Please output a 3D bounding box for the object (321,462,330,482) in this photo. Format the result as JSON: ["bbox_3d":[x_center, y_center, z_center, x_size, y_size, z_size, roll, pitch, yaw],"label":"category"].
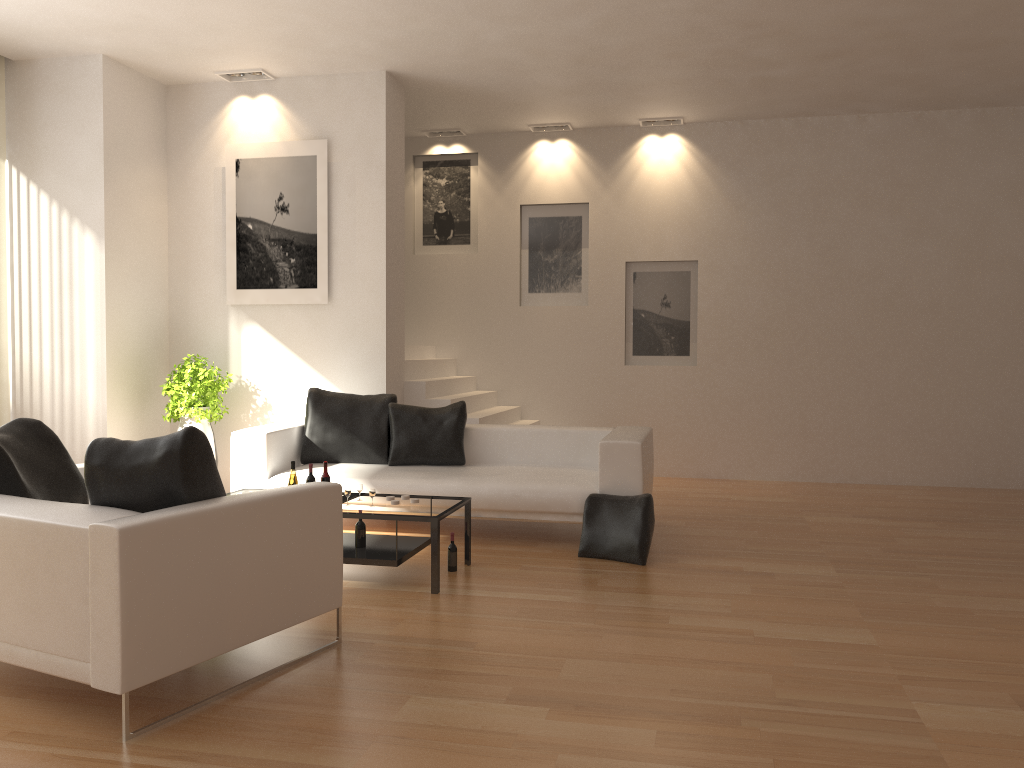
[{"bbox_3d":[-1.136,0.598,5.406,0.057,0.248,0.057,1,2,30],"label":"object"}]

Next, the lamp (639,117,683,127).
[{"bbox_3d":[1.562,-2.814,9.270,0.446,0.166,0.243,1,2,12],"label":"lamp"}]

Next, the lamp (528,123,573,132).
[{"bbox_3d":[0.416,-2.828,9.524,0.446,0.166,0.243,1,2,12],"label":"lamp"}]

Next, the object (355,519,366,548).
[{"bbox_3d":[-0.910,0.876,5.328,0.065,0.217,0.065,0,2,-5],"label":"object"}]

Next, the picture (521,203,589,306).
[{"bbox_3d":[0.471,-1.417,9.764,0.802,1.155,0.005,1,2,12],"label":"picture"}]

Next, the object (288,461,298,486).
[{"bbox_3d":[-1.319,0.593,5.345,0.068,0.257,0.067,1,2,31],"label":"object"}]

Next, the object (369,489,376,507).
[{"bbox_3d":[-0.826,0.673,5.248,0.039,0.101,0.039,-1,2,-30],"label":"object"}]

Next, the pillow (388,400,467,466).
[{"bbox_3d":[-0.670,0.395,7.046,0.628,0.524,0.270,0,2,-4],"label":"pillow"}]

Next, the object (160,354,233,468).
[{"bbox_3d":[-2.748,0.395,7.728,0.570,1.324,0.631,1,2,27],"label":"object"}]

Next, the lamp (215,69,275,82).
[{"bbox_3d":[-2.337,-2.774,7.767,0.446,0.166,0.243,1,2,12],"label":"lamp"}]

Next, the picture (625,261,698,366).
[{"bbox_3d":[1.606,-0.753,9.536,0.802,1.155,0.005,1,2,12],"label":"picture"}]

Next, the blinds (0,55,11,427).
[{"bbox_3d":[-4.423,-0.879,6.774,0.143,3.861,1.409,1,2,9],"label":"blinds"}]

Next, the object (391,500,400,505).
[{"bbox_3d":[-0.695,0.705,5.277,0.052,0.021,0.052,2,3,35],"label":"object"}]

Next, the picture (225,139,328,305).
[{"bbox_3d":[-2.091,-1.425,7.863,0.979,1.431,0.004,1,2,12],"label":"picture"}]

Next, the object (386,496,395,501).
[{"bbox_3d":[-0.743,0.699,5.417,0.052,0.021,0.052,0,2,-10],"label":"object"}]

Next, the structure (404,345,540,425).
[{"bbox_3d":[-1.566,0.296,9.270,4.625,1.403,1.839,1,2,12],"label":"structure"}]

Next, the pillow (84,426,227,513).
[{"bbox_3d":[-1.412,0.494,3.588,0.506,0.666,0.324,0,2,3],"label":"pillow"}]

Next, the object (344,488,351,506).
[{"bbox_3d":[-0.977,0.671,5.276,0.039,0.101,0.039,-1,2,-30],"label":"object"}]

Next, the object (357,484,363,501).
[{"bbox_3d":[-0.936,0.665,5.450,0.039,0.101,0.039,-1,2,-30],"label":"object"}]

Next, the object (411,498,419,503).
[{"bbox_3d":[-0.584,0.703,5.334,0.052,0.021,0.052,0,2,-10],"label":"object"}]

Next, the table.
[{"bbox_3d":[-1.097,0.946,5.413,1.566,0.460,0.709,1,2,12],"label":"table"}]

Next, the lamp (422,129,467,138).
[{"bbox_3d":[-0.747,-2.842,9.781,0.446,0.166,0.243,1,2,12],"label":"lamp"}]

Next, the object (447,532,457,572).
[{"bbox_3d":[-0.365,1.031,5.426,0.059,0.244,0.059,0,2,-11],"label":"object"}]

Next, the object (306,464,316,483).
[{"bbox_3d":[-1.208,0.601,5.328,0.059,0.244,0.059,1,2,13],"label":"object"}]

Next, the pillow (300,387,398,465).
[{"bbox_3d":[-1.308,0.363,7.164,0.755,0.666,0.346,0,2,-2],"label":"pillow"}]

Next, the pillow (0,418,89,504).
[{"bbox_3d":[-2.272,0.464,4.134,0.291,0.598,0.660,0,2,2],"label":"pillow"}]

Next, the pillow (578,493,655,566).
[{"bbox_3d":[0.702,0.944,5.827,0.503,0.457,0.340,1,2,31],"label":"pillow"}]

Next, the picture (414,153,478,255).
[{"bbox_3d":[-0.744,-2.028,10.012,0.802,1.155,0.005,1,2,12],"label":"picture"}]

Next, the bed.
[{"bbox_3d":[-0.496,0.716,6.848,3.075,0.761,1.262,1,2,13],"label":"bed"}]

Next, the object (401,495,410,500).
[{"bbox_3d":[-0.656,0.698,5.456,0.052,0.021,0.052,0,2,-10],"label":"object"}]

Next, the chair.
[{"bbox_3d":[-1.769,0.817,3.945,1.671,0.761,1.262,1,2,28],"label":"chair"}]
